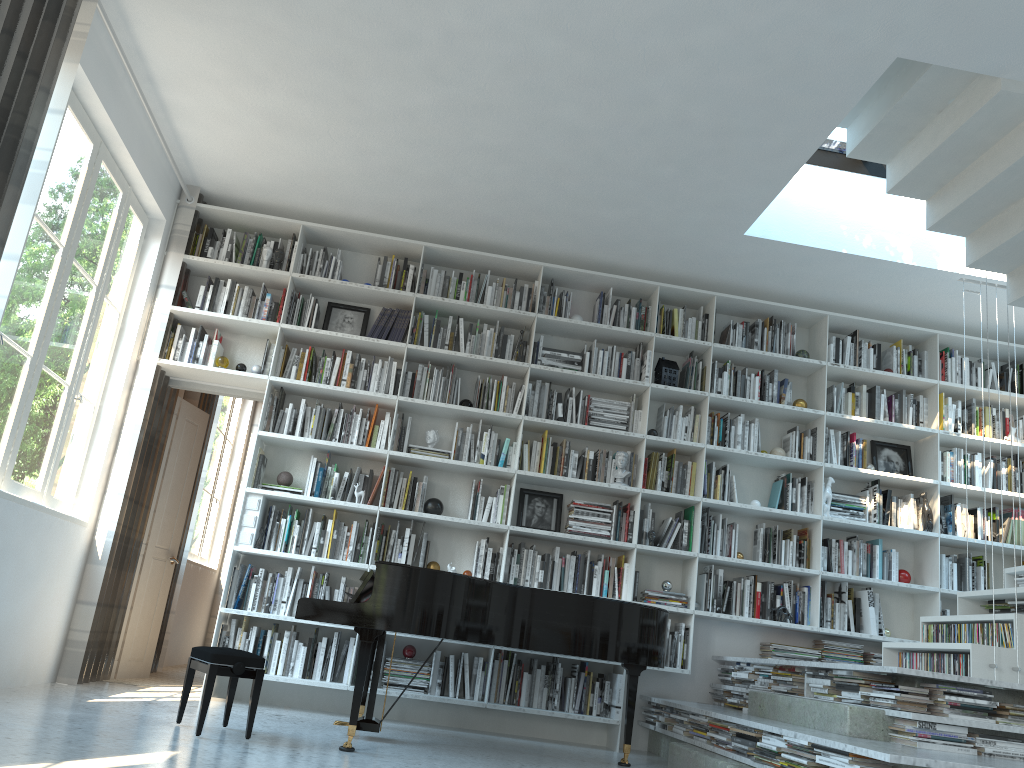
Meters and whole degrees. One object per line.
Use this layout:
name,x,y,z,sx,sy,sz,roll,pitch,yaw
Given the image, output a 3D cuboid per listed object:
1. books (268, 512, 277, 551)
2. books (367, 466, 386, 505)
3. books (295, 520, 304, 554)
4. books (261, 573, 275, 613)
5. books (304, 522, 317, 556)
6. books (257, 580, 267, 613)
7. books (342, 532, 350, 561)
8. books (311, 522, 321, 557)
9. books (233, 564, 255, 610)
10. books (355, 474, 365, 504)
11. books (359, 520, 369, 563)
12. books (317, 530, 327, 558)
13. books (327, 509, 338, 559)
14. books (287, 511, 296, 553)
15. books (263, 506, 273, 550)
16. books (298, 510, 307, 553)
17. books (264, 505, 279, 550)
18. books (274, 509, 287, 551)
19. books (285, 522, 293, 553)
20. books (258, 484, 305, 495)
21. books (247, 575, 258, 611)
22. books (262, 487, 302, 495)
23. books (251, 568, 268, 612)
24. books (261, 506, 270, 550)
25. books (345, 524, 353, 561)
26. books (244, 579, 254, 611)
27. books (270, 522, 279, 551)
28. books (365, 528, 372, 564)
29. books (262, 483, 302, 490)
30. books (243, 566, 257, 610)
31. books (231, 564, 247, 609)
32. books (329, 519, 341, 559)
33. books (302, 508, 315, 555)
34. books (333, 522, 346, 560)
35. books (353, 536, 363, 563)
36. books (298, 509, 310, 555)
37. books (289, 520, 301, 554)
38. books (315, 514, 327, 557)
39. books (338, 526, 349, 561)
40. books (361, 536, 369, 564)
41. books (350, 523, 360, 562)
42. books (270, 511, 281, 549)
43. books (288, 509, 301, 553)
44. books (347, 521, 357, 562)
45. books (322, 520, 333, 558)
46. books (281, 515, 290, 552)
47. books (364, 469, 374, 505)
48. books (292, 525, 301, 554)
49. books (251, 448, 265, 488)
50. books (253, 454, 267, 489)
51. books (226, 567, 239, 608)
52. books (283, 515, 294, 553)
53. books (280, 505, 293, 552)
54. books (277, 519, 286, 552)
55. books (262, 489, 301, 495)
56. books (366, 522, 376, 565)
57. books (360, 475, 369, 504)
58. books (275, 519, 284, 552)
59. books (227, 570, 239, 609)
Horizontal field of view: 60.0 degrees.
books,-1.534,0.961,5.712,0.022,0.256,0.142,9,-16,-5
books,-0.888,0.686,5.822,0.082,0.275,0.229,9,-16,-5
books,-1.365,1.003,5.731,0.016,0.230,0.136,9,-16,-5
books,-1.544,1.328,5.619,0.022,0.247,0.134,9,-16,-5
books,-1.295,1.013,5.733,0.045,0.229,0.138,9,-16,-5
books,-1.570,1.346,5.607,0.025,0.199,0.137,9,-16,-5
books,-1.071,1.065,5.743,0.023,0.193,0.140,9,-16,-5
books,-1.258,1.014,5.720,0.027,0.229,0.159,9,-16,-5
books,-1.685,1.280,5.583,0.052,0.282,0.172,9,-16,-5
books,-0.998,0.709,5.829,0.030,0.207,0.173,9,-16,-5
books,-0.960,1.031,5.742,0.014,0.285,0.180,9,-16,-5
books,-1.218,1.041,5.707,0.029,0.181,0.190,9,-16,-5
books,-1.163,0.984,5.738,0.021,0.322,0.172,9,-16,-5
books,-1.411,0.969,5.720,0.009,0.277,0.158,9,-16,-5
books,-1.565,0.940,5.712,0.016,0.288,0.153,9,-16,-5
books,-1.348,0.973,5.743,0.009,0.298,0.141,9,-16,-5
books,-1.549,0.938,5.707,0.014,0.293,0.172,9,-16,-5
books,-1.491,0.952,5.704,0.008,0.279,0.165,9,-16,-5
books,-1.428,1.001,5.718,0.016,0.210,0.146,9,-16,-5
books,-1.494,0.693,5.780,0.285,0.012,0.160,8,-17,-1
books,-1.618,1.320,5.579,0.022,0.220,0.188,9,-16,-5
books,-1.496,0.705,5.779,0.254,0.012,0.161,10,-17,-8
books,-1.590,1.304,5.593,0.029,0.265,0.172,9,-16,-5
books,-1.577,0.941,5.712,0.008,0.284,0.160,9,-16,-5
books,-1.050,1.042,5.747,0.010,0.245,0.160,9,-16,-5
books,-1.645,1.334,5.595,0.024,0.197,0.148,9,-16,-5
books,-1.507,0.988,5.671,0.019,0.188,0.194,9,-16,-5
books,-0.929,1.061,5.746,0.010,0.239,0.175,9,-16,-5
books,-1.494,0.683,5.790,0.254,0.012,0.161,9,-17,-4
books,-1.657,1.295,5.603,0.010,0.273,0.150,9,-16,-5
books,-1.715,1.275,5.571,0.011,0.276,0.190,9,-16,-5
books,-1.141,1.015,5.724,0.028,0.259,0.181,9,-16,-5
books,-1.316,0.968,5.723,0.012,0.305,0.190,9,-16,-5
books,-1.115,1.026,5.729,0.028,0.248,0.159,9,-16,-5
books,-0.996,1.082,5.744,0.041,0.181,0.142,9,-16,-5
books,-1.330,0.965,5.710,0.019,0.299,0.180,9,-16,-5
books,-1.393,0.995,5.697,0.015,0.218,0.190,9,-16,-5
books,-1.234,0.992,5.727,0.014,0.281,0.150,9,-16,-5
books,-1.092,1.044,5.743,0.025,0.228,0.153,9,-16,-5
books,-0.952,1.090,5.762,0.023,0.186,0.130,9,-16,-5
books,-1.017,1.041,5.753,0.013,0.259,0.143,9,-16,-5
books,-1.517,0.955,5.695,0.007,0.263,0.177,9,-16,-5
books,-1.399,0.960,5.700,0.007,0.285,0.182,9,-16,-5
books,-1.031,1.030,5.734,0.021,0.264,0.186,9,-16,-5
books,-1.188,1.014,5.729,0.026,0.253,0.177,9,-16,-5
books,-1.447,0.977,5.704,0.014,0.242,0.171,9,-16,-5
books,-0.945,0.700,5.852,0.021,0.250,0.154,9,-16,-5
books,-1.379,1.011,5.690,0.016,0.188,0.184,9,-16,-5
books,-1.664,0.572,5.801,0.012,0.284,0.160,9,-16,-5
books,-1.646,0.592,5.788,0.028,0.242,0.157,9,-16,-5
books,-1.759,1.288,5.593,0.012,0.253,0.161,9,-16,-5
books,-1.434,0.975,5.692,0.009,0.243,0.185,9,-16,-5
books,-1.453,0.942,5.715,0.006,0.314,0.146,9,-16,-5
books,-1.468,0.985,5.692,0.015,0.216,0.180,9,-16,-5
books,-1.498,0.718,5.780,0.254,0.012,0.161,9,-17,-4
books,-0.912,1.050,5.774,0.024,0.279,0.136,9,-16,-5
books,-0.971,0.716,5.841,0.027,0.209,0.144,9,-16,-5
books,-1.484,0.985,5.703,0.015,0.217,0.177,9,-16,-5
books,-1.738,1.295,5.579,0.029,0.238,0.155,9,-16,-5
